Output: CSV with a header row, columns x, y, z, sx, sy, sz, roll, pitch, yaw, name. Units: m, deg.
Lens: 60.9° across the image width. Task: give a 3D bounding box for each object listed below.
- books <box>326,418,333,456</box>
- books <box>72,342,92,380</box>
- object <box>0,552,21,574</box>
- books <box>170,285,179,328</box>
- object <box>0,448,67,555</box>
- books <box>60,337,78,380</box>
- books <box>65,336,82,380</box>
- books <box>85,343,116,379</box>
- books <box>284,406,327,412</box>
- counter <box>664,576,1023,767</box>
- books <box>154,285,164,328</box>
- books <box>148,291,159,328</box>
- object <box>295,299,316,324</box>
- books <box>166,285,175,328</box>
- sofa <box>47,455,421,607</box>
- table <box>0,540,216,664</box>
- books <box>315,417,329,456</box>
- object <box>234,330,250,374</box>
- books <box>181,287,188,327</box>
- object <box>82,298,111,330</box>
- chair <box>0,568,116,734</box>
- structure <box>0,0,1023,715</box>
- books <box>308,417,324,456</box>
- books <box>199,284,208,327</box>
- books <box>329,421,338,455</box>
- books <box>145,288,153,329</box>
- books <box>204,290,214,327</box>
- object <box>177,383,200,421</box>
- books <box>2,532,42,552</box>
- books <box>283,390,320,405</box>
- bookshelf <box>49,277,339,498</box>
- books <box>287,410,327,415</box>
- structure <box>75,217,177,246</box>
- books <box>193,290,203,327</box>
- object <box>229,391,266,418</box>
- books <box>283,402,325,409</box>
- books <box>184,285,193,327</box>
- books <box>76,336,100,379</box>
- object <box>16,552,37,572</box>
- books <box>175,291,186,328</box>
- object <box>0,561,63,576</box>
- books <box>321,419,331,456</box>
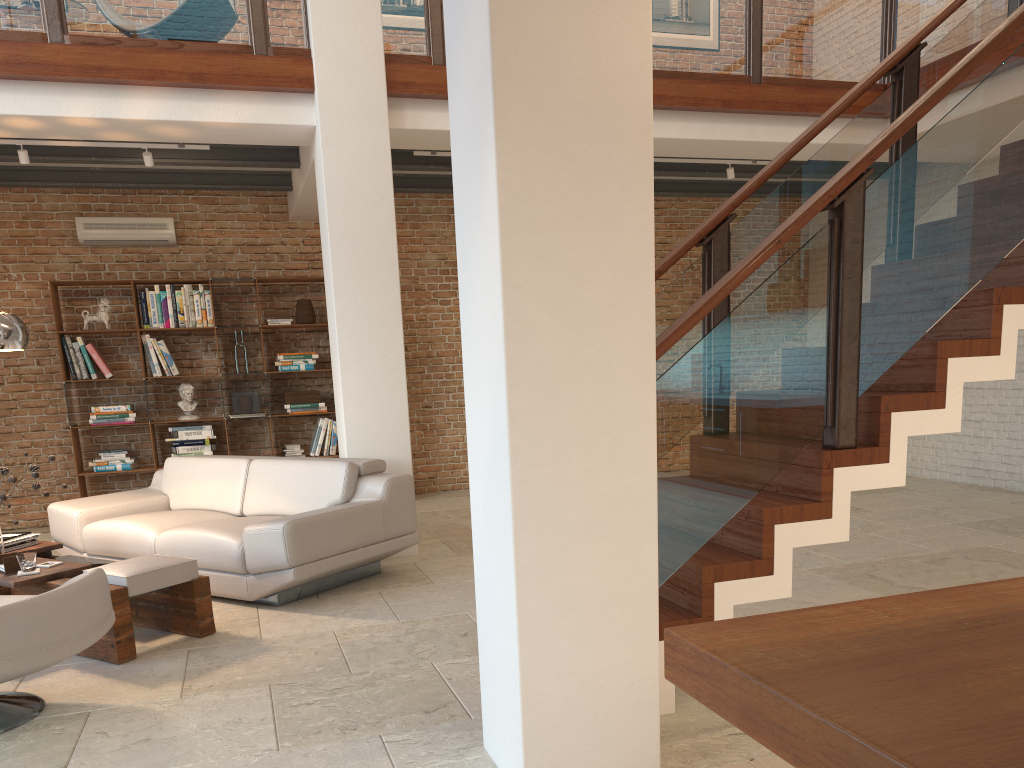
x,y,z,sx,sy,sz,roll,pitch,yaw,name
-1.819,0.524,8.634,0.097,0.363,0.266,-6,8,-18,books
-3.878,-0.205,7.876,0.102,0.342,0.249,-6,8,-18,books
-2.508,0.897,4.365,0.114,0.084,0.092,2,7,44,object
-3.090,-0.702,8.003,0.036,0.393,0.238,-6,9,-18,books
-2.601,0.632,4.555,0.314,0.622,0.533,6,11,43,object
-3.955,-0.226,7.820,0.091,0.394,0.238,-6,9,-18,books
-3.922,-0.228,7.838,0.091,0.394,0.238,-6,9,-18,books
-3.734,-0.205,7.912,0.194,0.327,0.249,-5,8,-17,books
-2.022,0.245,8.527,0.377,0.037,0.241,-3,1,-22,books
1.406,0.761,0.351,1.678,0.940,2.456,-4,3,-18,counter
-3.214,-0.696,7.961,0.036,0.393,0.238,-6,9,-18,books
-3.256,-0.666,7.949,0.055,0.338,0.249,-6,8,-18,books
-1.968,-0.681,8.292,0.192,0.239,0.189,2,8,30,object
-3.122,-0.701,7.982,0.036,0.393,0.238,-6,9,-18,books
-1.863,0.892,5.723,2.324,0.775,1.122,-1,4,32,sofa
-2.894,1.130,4.396,2.200,0.439,1.935,-2,2,34,table
-1.885,0.516,8.593,0.160,0.382,0.238,-6,9,-17,books
-2.547,-0.301,8.188,0.121,0.409,0.060,-5,11,-14,object
-3.008,-0.693,8.030,0.020,0.368,0.266,-6,8,-18,books
-3.698,-0.625,7.770,0.251,0.290,0.127,-4,10,-9,object
-2.199,0.833,3.253,1.027,1.041,0.948,-3,7,-1,chair
0.738,-0.889,2.245,10.111,4.235,13.631,-3,2,-18,structure
-1.931,0.519,8.603,0.162,0.381,0.238,-6,9,-17,books
-2.857,-0.714,8.073,0.036,0.393,0.238,-6,9,-18,books
-1.773,0.529,8.635,0.116,0.342,0.249,-6,8,-18,books
-3.299,-0.678,7.951,0.020,0.368,0.266,-6,8,-18,books
-2.814,-0.689,8.108,0.055,0.338,0.249,-6,8,-18,books
-3.043,0.163,8.166,0.196,0.359,0.188,-3,9,-2,object
-2.929,0.908,4.953,0.250,0.076,0.392,-2,2,15,books
-2.043,0.131,8.473,0.334,0.122,0.209,-3,4,-17,books
-2.540,0.146,8.310,3.021,2.257,0.356,-4,11,-17,bookshelf
-2.003,0.273,8.523,0.354,0.021,0.268,-3,1,-19,books
-3.474,-1.375,7.878,0.809,0.225,0.196,-3,7,-17,structure
-2.899,-0.684,8.060,0.055,0.338,0.249,-6,8,-18,books
-2.533,0.195,8.304,0.334,0.239,0.278,-4,6,-17,object
-2.027,0.209,8.483,0.378,0.037,0.240,-3,1,-18,books
-2.985,-0.708,8.048,0.036,0.393,0.238,-6,9,-18,books
-3.816,-0.231,7.858,0.120,0.391,0.238,-6,9,-18,books
-2.383,0.879,4.289,0.091,0.087,0.089,1,7,32,object
-3.040,-0.677,8.007,0.055,0.338,0.249,-6,8,-18,books
-2.390,0.915,4.379,0.247,0.035,0.267,-1,2,45,object
-1.837,0.522,8.619,0.097,0.363,0.266,-6,8,-18,books
